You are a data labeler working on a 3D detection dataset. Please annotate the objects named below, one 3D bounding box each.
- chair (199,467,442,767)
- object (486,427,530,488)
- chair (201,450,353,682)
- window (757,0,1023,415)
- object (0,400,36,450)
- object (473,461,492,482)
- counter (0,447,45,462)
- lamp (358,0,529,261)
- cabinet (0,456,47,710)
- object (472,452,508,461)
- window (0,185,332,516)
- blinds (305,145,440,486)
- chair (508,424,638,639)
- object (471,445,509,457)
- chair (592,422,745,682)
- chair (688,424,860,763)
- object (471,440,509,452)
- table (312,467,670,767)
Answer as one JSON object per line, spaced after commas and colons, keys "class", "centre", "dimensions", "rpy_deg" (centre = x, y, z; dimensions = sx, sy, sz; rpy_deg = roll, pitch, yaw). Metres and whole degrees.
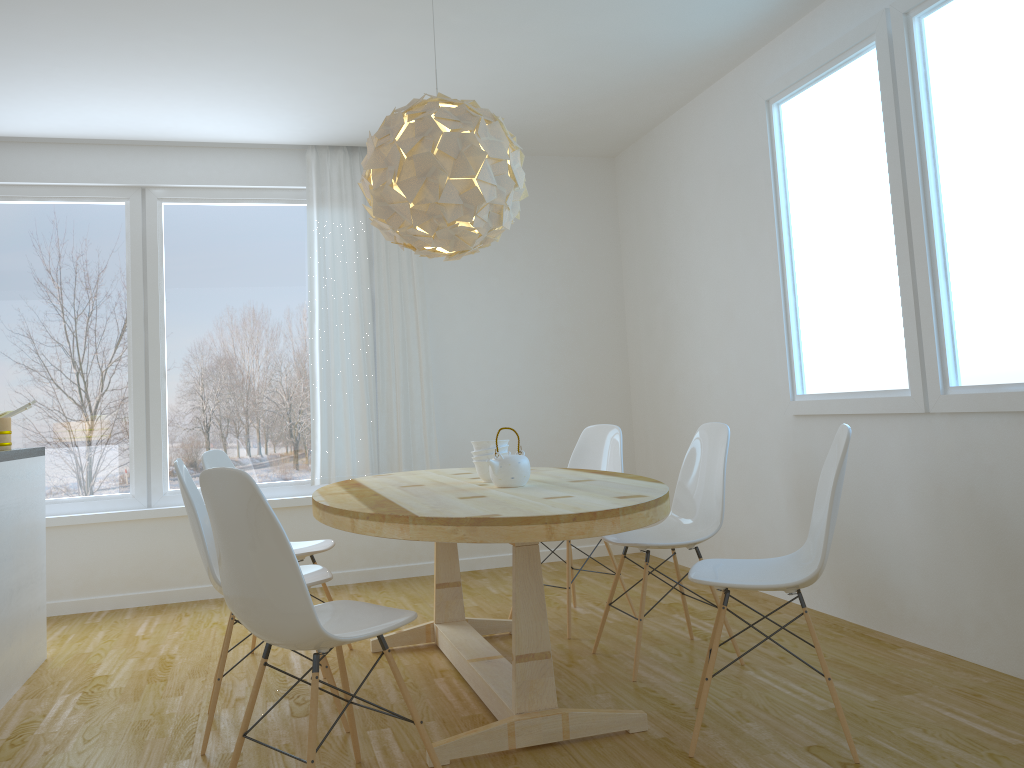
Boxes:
{"class": "chair", "centre": [-0.505, 0.648, 2.304], "dimensions": [0.428, 0.906, 0.523], "rpy_deg": [-8, -6, 44]}
{"class": "object", "centre": [-0.025, 0.261, 3.161], "dimensions": [0.177, 0.213, 0.146], "rpy_deg": [-2, -4, -17]}
{"class": "chair", "centre": [-0.993, 0.715, 3.708], "dimensions": [0.523, 0.906, 0.428], "rpy_deg": [-4, -5, 4]}
{"class": "window", "centre": [0.377, -0.386, 3.016], "dimensions": [2.550, 2.064, 1.870], "rpy_deg": [-2, -4, -16]}
{"class": "object", "centre": [-2.350, 0.187, 3.808], "dimensions": [0.378, 0.215, 0.428], "rpy_deg": [-4, -2, 12]}
{"class": "object", "centre": [-0.075, 0.336, 3.439], "dimensions": [0.151, 0.083, 0.151], "rpy_deg": [-4, -3, 23]}
{"class": "counter", "centre": [-2.112, 0.273, 2.852], "dimensions": [0.601, 0.040, 2.389], "rpy_deg": [-3, -2, -16]}
{"class": "lamp", "centre": [-0.275, -1.031, 3.444], "dimensions": [0.647, 1.141, 0.635], "rpy_deg": [-2, -5, -17]}
{"class": "cabinet", "centre": [-2.085, 0.747, 2.808], "dimensions": [0.601, 0.914, 2.389], "rpy_deg": [-2, -2, -16]}
{"class": "object", "centre": [-0.080, 0.313, 3.442], "dimensions": [0.151, 0.093, 0.151], "rpy_deg": [-4, -3, 23]}
{"class": "window", "centre": [-2.188, -0.231, 5.306], "dimensions": [2.728, 1.929, 0.088], "rpy_deg": [-2, -5, -16]}
{"class": "blinds", "centre": [-0.882, -0.483, 5.504], "dimensions": [0.795, 2.172, 0.149], "rpy_deg": [-2, -5, -16]}
{"class": "chair", "centre": [0.281, 0.656, 4.182], "dimensions": [0.523, 0.906, 0.428], "rpy_deg": [0, -6, -41]}
{"class": "object", "centre": [-0.084, 0.289, 3.445], "dimensions": [0.150, 0.096, 0.151], "rpy_deg": [-3, -3, 1]}
{"class": "chair", "centre": [0.605, 0.618, 3.496], "dimensions": [0.523, 0.906, 0.427], "rpy_deg": [-2, -5, -16]}
{"class": "chair", "centre": [0.774, 0.585, 2.666], "dimensions": [0.522, 0.906, 0.428], "rpy_deg": [-4, -5, 14]}
{"class": "object", "centre": [-0.083, 0.261, 3.449], "dimensions": [0.152, 0.087, 0.151], "rpy_deg": [-4, -3, 12]}
{"class": "table", "centre": [-0.116, 0.741, 3.289], "dimensions": [1.194, 0.729, 2.180], "rpy_deg": [-2, -2, -18]}
